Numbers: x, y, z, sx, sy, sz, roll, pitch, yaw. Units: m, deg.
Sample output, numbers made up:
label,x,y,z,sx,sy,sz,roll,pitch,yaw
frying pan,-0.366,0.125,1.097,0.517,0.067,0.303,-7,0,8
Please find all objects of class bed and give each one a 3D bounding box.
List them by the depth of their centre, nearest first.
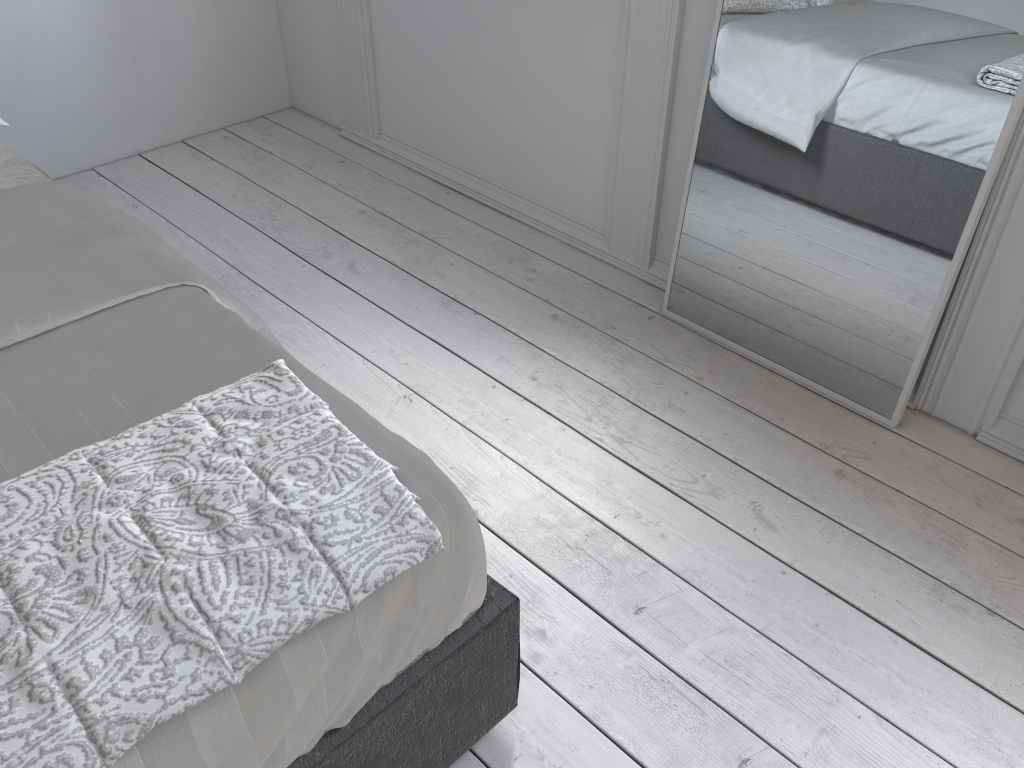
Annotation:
label,x,y,z,sx,sy,sz,roll,pitch,yaw
bed,-1.306,-0.019,1.228,1.890,1.166,2.178,-31,48,-34

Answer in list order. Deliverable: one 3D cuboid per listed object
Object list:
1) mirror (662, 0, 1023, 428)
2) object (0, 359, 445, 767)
label,x,y,z,sx,sy,sz,roll,pitch,yaw
mirror,0.699,-0.685,1.788,0.145,1.551,0.669,-31,48,-34
object,-0.717,0.376,0.769,0.405,0.104,1.461,32,48,34
